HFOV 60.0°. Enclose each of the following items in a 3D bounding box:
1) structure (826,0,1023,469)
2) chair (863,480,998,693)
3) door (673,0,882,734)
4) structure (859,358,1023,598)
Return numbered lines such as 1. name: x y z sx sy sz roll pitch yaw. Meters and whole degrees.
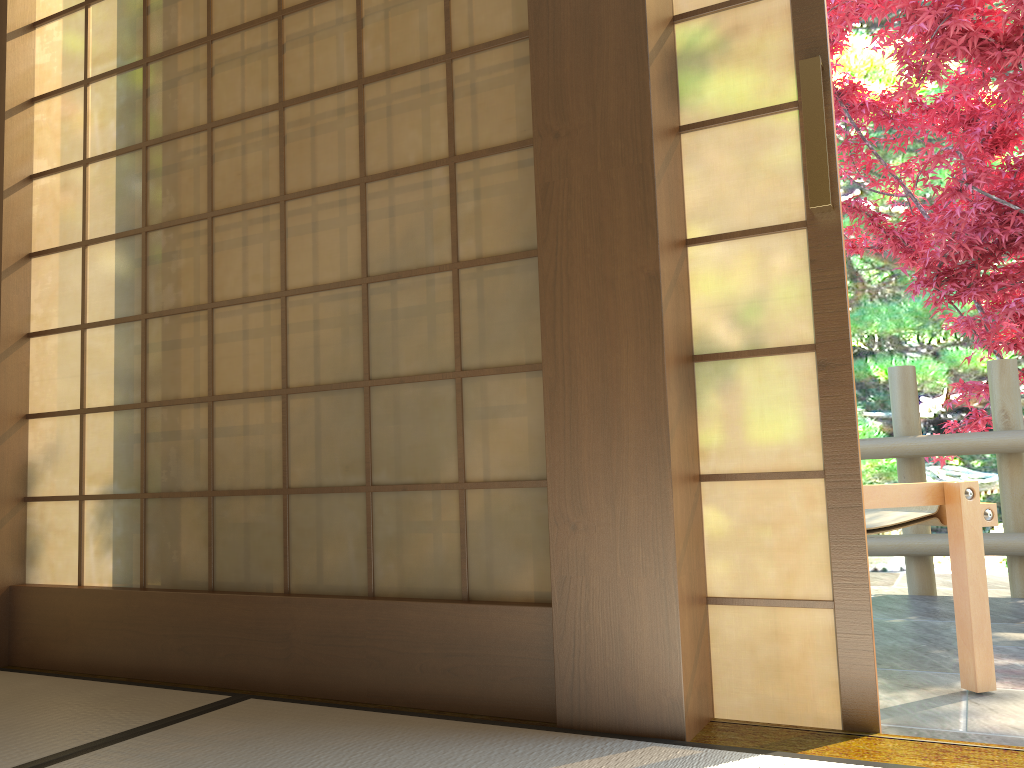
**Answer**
1. structure: 2.544 -0.886 4.674 3.045 4.004 3.412 1 -7 -30
2. chair: 0.850 0.525 2.545 0.704 0.598 0.698 0 -6 -16
3. door: -0.202 -0.377 2.178 1.894 2.380 0.073 -5 -6 27
4. structure: 2.916 0.374 3.439 7.456 1.136 0.245 -5 -6 27
